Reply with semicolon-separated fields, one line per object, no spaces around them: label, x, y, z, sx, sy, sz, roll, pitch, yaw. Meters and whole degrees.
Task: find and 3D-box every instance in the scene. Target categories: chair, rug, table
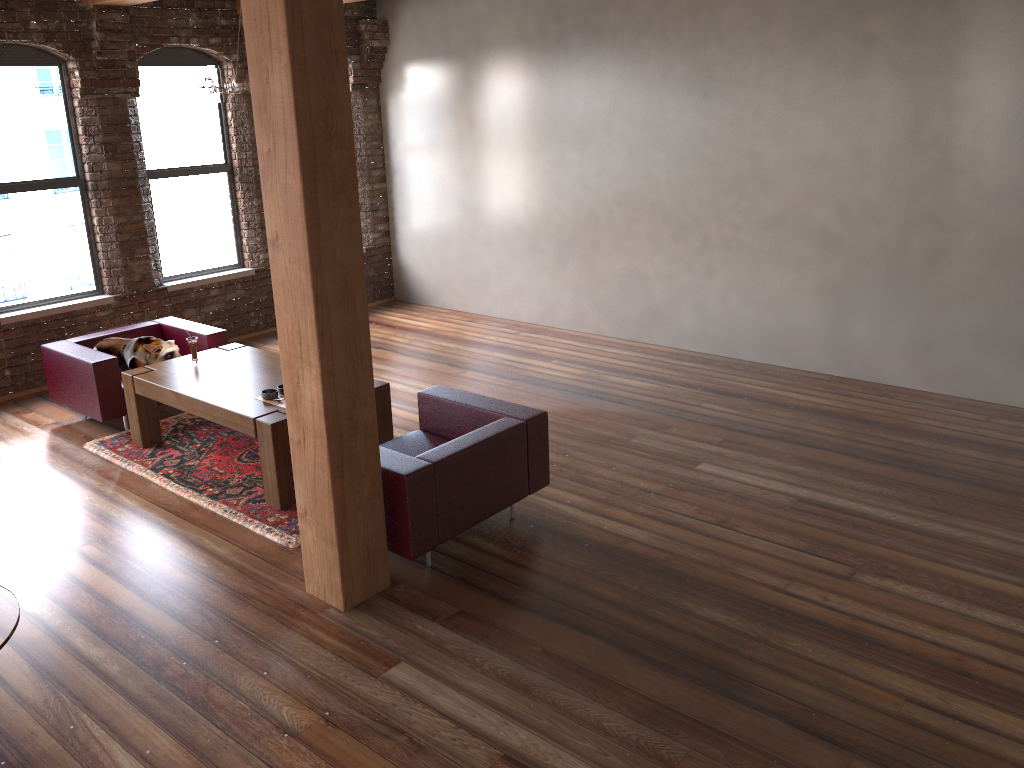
chair;-0.462;0.494;4.862;0.869;0.585;1.079;12;23;39
chair;-2.895;-0.080;6.910;0.869;0.585;1.079;12;23;39
rug;-1.674;0.481;5.990;2.474;0.009;1.354;13;23;39
table;-1.724;0.216;5.941;1.758;0.543;0.907;13;23;39
table;-1.710;1.148;2.498;0.723;0.913;0.728;-9;18;-23

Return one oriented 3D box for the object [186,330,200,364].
object;-2.238;-0.262;6.223;0.076;0.229;0.096;-7;17;-15

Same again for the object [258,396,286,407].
object;-1.295;0.057;5.497;0.333;0.003;0.474;13;23;39

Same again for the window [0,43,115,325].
window;-4.000;-1.680;7.373;0.236;2.188;0.976;11;21;39

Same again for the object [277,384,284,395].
object;-1.409;0.033;5.511;0.099;0.043;0.100;-6;18;-11

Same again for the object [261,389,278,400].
object;-1.483;0.064;5.423;0.099;0.043;0.100;-9;19;-22

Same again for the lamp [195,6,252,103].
lamp;-1.847;-2.423;6.264;0.810;0.805;0.819;-5;17;-8

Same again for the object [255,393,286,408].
object;-1.296;0.057;5.497;0.354;0.001;0.473;13;23;39

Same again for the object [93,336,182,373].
object;-2.849;-0.210;6.739;0.755;0.293;0.369;2;18;12

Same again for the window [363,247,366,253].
window;-2.101;-2.444;9.507;0.236;2.188;0.976;11;21;39

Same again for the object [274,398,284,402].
object;-1.407;0.098;5.345;0.059;0.021;0.018;-4;17;-7

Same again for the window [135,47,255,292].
window;-3.050;-2.062;8.440;0.236;2.188;0.976;11;21;39
